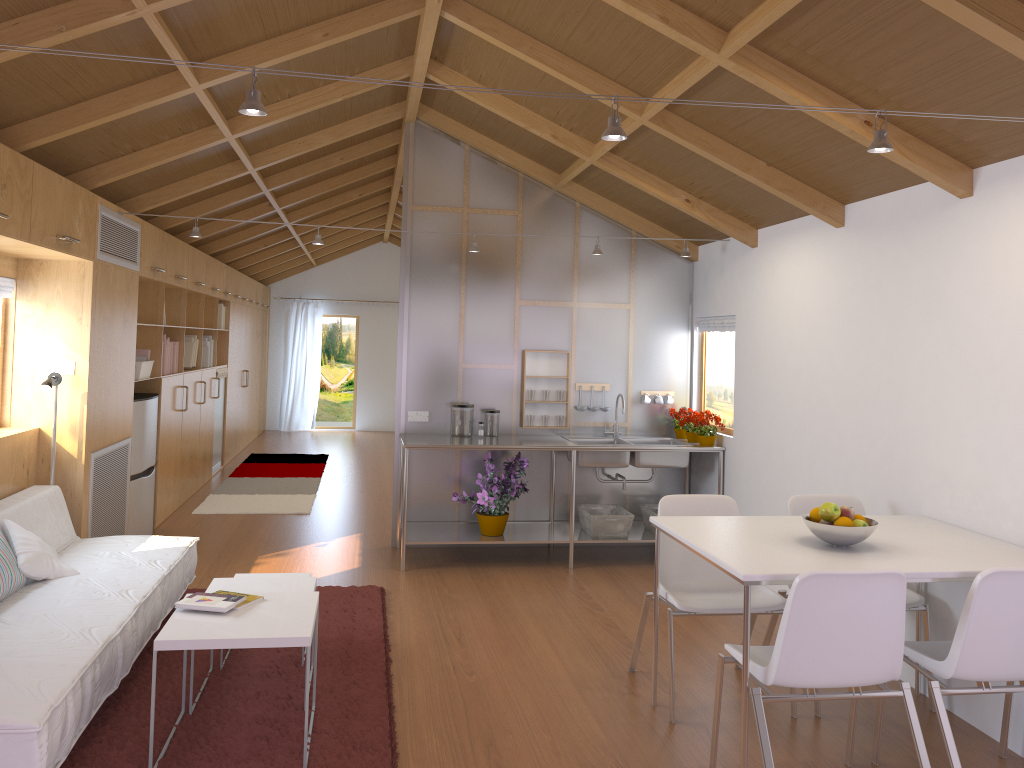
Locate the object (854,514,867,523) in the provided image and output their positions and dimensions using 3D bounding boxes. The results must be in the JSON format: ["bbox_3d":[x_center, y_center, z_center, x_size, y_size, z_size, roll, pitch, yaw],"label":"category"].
[{"bbox_3d":[1.233,0.500,3.158,0.068,0.066,0.067,2,0,35],"label":"object"}]

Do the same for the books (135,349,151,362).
[{"bbox_3d":[-2.632,-0.147,6.211,0.150,0.193,0.088,2,-1,-9],"label":"books"}]

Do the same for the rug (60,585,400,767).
[{"bbox_3d":[-1.465,1.214,3.660,1.884,0.020,2.481,1,3,-9],"label":"rug"}]

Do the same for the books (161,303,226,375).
[{"bbox_3d":[-2.932,-0.467,8.046,0.189,0.658,3.109,2,2,-10],"label":"books"}]

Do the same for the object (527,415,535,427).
[{"bbox_3d":[0.131,0.259,6.212,0.061,0.077,0.061,2,0,3],"label":"object"}]

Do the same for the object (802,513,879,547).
[{"bbox_3d":[1.160,0.526,3.131,0.255,0.091,0.255,3,2,33],"label":"object"}]

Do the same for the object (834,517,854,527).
[{"bbox_3d":[1.151,0.494,3.065,0.067,0.068,0.068,1,0,-34],"label":"object"}]

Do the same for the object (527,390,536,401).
[{"bbox_3d":[0.136,0.081,6.218,0.061,0.077,0.061,2,0,3],"label":"object"}]

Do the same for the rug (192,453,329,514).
[{"bbox_3d":[-2.395,0.951,8.926,0.916,0.011,3.722,1,3,-9],"label":"rug"}]

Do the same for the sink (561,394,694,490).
[{"bbox_3d":[0.771,0.392,6.064,0.809,0.642,0.563,1,0,-9],"label":"sink"}]

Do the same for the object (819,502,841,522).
[{"bbox_3d":[1.114,0.449,3.100,0.070,0.069,0.077,2,1,-9],"label":"object"}]

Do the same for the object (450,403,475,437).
[{"bbox_3d":[-0.342,0.246,6.061,0.172,0.216,0.172,2,0,4],"label":"object"}]

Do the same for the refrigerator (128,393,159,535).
[{"bbox_3d":[-2.618,0.578,6.079,0.261,0.989,0.713,2,0,-9],"label":"refrigerator"}]

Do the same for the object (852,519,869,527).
[{"bbox_3d":[1.212,0.508,3.091,0.070,0.069,0.077,2,1,-9],"label":"object"}]

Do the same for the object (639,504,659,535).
[{"bbox_3d":[1.066,0.931,6.001,0.298,0.159,0.414,1,2,-9],"label":"object"}]

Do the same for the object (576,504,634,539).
[{"bbox_3d":[0.618,0.921,5.927,0.298,0.159,0.414,1,2,-9],"label":"object"}]

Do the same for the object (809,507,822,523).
[{"bbox_3d":[1.111,0.480,3.196,0.067,0.068,0.068,1,0,-34],"label":"object"}]

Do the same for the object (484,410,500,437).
[{"bbox_3d":[-0.139,0.271,6.114,0.113,0.177,0.113,2,-1,11],"label":"object"}]

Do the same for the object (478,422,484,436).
[{"bbox_3d":[-0.210,0.303,6.004,0.037,0.093,0.037,2,-1,6],"label":"object"}]

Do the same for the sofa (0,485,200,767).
[{"bbox_3d":[-1.887,0.897,3.489,0.862,0.629,2.355,1,2,-9],"label":"sofa"}]

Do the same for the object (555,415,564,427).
[{"bbox_3d":[0.336,0.263,6.245,0.061,0.077,0.061,2,0,-35],"label":"object"}]

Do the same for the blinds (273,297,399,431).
[{"bbox_3d":[-2.272,-0.288,13.710,2.846,2.041,0.232,1,-2,-10],"label":"blinds"}]

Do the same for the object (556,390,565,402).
[{"bbox_3d":[0.341,0.086,6.251,0.061,0.077,0.061,2,0,-35],"label":"object"}]

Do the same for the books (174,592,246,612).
[{"bbox_3d":[-1.072,0.776,3.149,0.193,0.016,0.152,2,3,10],"label":"books"}]

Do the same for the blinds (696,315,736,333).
[{"bbox_3d":[1.415,-0.412,6.091,0.047,0.111,0.725,2,2,-9],"label":"blinds"}]

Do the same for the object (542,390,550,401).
[{"bbox_3d":[0.239,0.084,6.235,0.061,0.077,0.061,2,0,-35],"label":"object"}]

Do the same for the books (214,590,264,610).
[{"bbox_3d":[-1.033,0.789,3.225,0.193,0.016,0.152,3,3,20],"label":"books"}]

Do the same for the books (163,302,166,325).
[{"bbox_3d":[-2.695,-0.588,6.616,0.175,0.297,0.279,2,0,-9],"label":"books"}]

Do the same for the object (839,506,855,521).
[{"bbox_3d":[1.182,0.465,3.134,0.063,0.067,0.061,2,0,29],"label":"object"}]

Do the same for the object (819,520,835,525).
[{"bbox_3d":[1.125,0.510,3.131,0.078,0.089,0.080,2,0,40],"label":"object"}]

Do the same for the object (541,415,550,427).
[{"bbox_3d":[0.234,0.261,6.229,0.061,0.077,0.061,2,0,-35],"label":"object"}]

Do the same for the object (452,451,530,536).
[{"bbox_3d":[-0.110,0.708,5.768,0.524,0.554,0.351,2,-1,-18],"label":"object"}]

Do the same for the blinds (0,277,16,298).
[{"bbox_3d":[-2.536,-0.470,3.976,0.047,0.111,1.497,2,3,-9],"label":"blinds"}]
